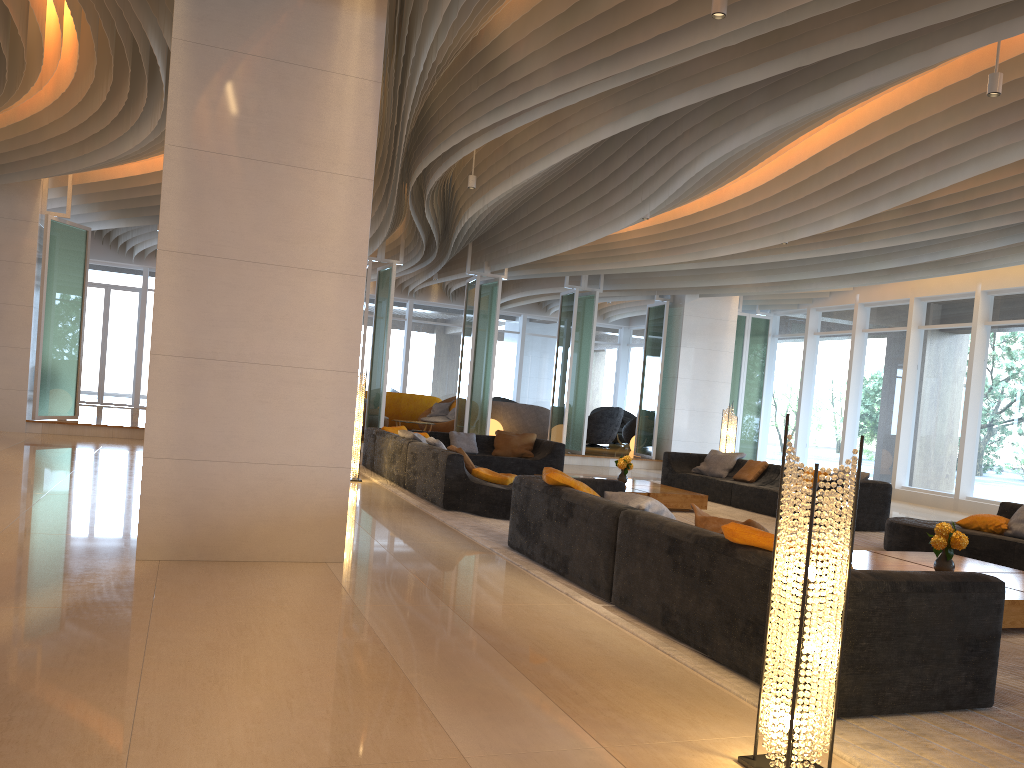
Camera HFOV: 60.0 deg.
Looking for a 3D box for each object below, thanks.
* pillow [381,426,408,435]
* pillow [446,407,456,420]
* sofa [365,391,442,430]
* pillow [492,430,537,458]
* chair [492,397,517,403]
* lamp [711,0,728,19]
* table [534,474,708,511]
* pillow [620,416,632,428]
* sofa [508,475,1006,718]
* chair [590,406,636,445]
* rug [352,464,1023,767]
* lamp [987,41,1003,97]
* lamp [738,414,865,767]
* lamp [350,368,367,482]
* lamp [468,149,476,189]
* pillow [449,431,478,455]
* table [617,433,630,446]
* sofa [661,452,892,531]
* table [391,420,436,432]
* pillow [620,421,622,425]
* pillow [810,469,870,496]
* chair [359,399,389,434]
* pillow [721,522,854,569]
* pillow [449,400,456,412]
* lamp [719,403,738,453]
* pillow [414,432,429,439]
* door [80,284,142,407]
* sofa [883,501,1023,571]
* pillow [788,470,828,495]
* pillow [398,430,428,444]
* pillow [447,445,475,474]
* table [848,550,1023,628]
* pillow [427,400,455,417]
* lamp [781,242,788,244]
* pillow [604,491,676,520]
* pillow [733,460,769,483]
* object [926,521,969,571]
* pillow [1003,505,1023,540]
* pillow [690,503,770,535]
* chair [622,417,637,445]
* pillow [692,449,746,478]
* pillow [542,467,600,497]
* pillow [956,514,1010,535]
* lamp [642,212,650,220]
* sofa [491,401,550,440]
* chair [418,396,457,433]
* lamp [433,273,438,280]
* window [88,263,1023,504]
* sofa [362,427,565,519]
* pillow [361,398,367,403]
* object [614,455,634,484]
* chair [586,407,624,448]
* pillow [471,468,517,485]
[{"bbox_3d":[-1.626,0.757,12.687,0.334,0.316,0.416,5,0,41],"label":"pillow"},{"bbox_3d":[-1.179,0.609,19.404,0.469,0.409,0.497,5,0,-18],"label":"pillow"},{"bbox_3d":[-2.824,0.633,20.584,2.606,0.902,1.090,5,0,-31],"label":"sofa"},{"bbox_3d":[0.039,0.907,13.372,0.638,0.378,0.547,5,0,1],"label":"pillow"},{"bbox_3d":[0.021,0.854,22.144,1.546,1.007,1.113,5,0,-38],"label":"chair"},{"bbox_3d":[1.273,-2.902,5.162,0.090,1.508,0.087,4,2,-30],"label":"lamp"},{"bbox_3d":[1.296,1.351,10.954,1.622,0.220,1.578,5,-1,-21],"label":"table"},{"bbox_3d":[3.193,1.072,24.332,0.502,0.409,0.465,5,0,7],"label":"pillow"},{"bbox_3d":[1.027,1.047,5.353,0.954,0.583,3.724,5,-1,-20],"label":"sofa"},{"bbox_3d":[2.840,1.133,24.231,1.527,1.007,1.128,5,0,-8],"label":"chair"},{"bbox_3d":[2.914,1.527,6.475,5.584,0.022,15.992,5,-1,-20],"label":"rug"},{"bbox_3d":[3.331,-2.710,5.987,0.087,1.508,0.091,7,3,42],"label":"lamp"},{"bbox_3d":[0.979,0.705,2.936,0.253,1.200,0.246,4,2,-21],"label":"lamp"},{"bbox_3d":[-1.936,0.463,10.907,0.253,1.453,0.246,4,2,-21],"label":"lamp"},{"bbox_3d":[-0.393,-2.963,9.995,0.088,1.508,0.090,6,2,24],"label":"lamp"},{"bbox_3d":[-0.714,0.865,13.059,0.412,0.313,0.318,5,1,-19],"label":"pillow"},{"bbox_3d":[3.220,1.495,23.300,1.090,0.319,0.809,5,-1,-14],"label":"table"},{"bbox_3d":[3.305,1.354,11.736,0.954,0.583,3.724,5,-1,-20],"label":"sofa"},{"bbox_3d":[-2.106,0.958,18.857,0.833,0.319,1.058,5,-1,-39],"label":"table"},{"bbox_3d":[2.805,0.994,24.470,0.613,0.423,0.367,5,1,-18],"label":"pillow"},{"bbox_3d":[3.883,1.191,10.582,0.547,0.378,0.638,5,0,1],"label":"pillow"},{"bbox_3d":[-3.117,0.518,18.380,1.146,1.007,1.503,5,0,-13],"label":"chair"},{"bbox_3d":[1.351,0.861,4.098,0.558,0.378,0.626,5,0,-43],"label":"pillow"},{"bbox_3d":[-1.200,0.568,19.822,0.379,0.423,0.593,4,1,-42],"label":"pillow"},{"bbox_3d":[3.412,0.980,14.051,0.253,1.453,0.246,4,2,-21],"label":"lamp"},{"bbox_3d":[-1.151,0.771,11.224,0.414,0.335,0.330,5,1,35],"label":"pillow"},{"bbox_3d":[-9.526,-0.892,20.708,1.478,2.776,0.059,4,2,-22],"label":"door"},{"bbox_3d":[4.801,1.404,7.110,1.370,0.583,4.083,5,-1,-21],"label":"sofa"},{"bbox_3d":[3.693,1.211,11.053,0.326,0.313,0.402,5,0,-18],"label":"pillow"},{"bbox_3d":[-1.080,0.779,10.895,0.554,0.377,0.641,5,0,-25],"label":"pillow"},{"bbox_3d":[-0.489,0.807,9.214,0.332,0.311,0.418,5,0,-19],"label":"pillow"},{"bbox_3d":[3.031,1.419,6.170,1.622,0.220,1.578,5,-1,-21],"label":"table"},{"bbox_3d":[-1.586,0.555,19.935,0.610,0.455,0.480,5,0,31],"label":"pillow"},{"bbox_3d":[3.629,-2.588,11.589,0.088,1.508,0.090,6,2,24],"label":"lamp"},{"bbox_3d":[0.848,0.904,5.688,0.425,0.377,0.579,5,0,-18],"label":"pillow"},{"bbox_3d":[3.280,1.195,12.191,0.326,0.313,0.401,5,0,-23],"label":"pillow"},{"bbox_3d":[2.945,1.109,6.009,0.236,0.377,0.265,5,1,1],"label":"object"},{"bbox_3d":[4.749,1.281,7.935,0.468,0.417,0.655,5,0,-20],"label":"pillow"},{"bbox_3d":[1.201,0.880,4.722,0.449,0.410,0.593,5,0,-19],"label":"pillow"},{"bbox_3d":[3.516,1.159,22.330,1.536,1.007,1.121,5,0,-18],"label":"chair"},{"bbox_3d":[3.014,1.157,12.977,0.558,0.378,0.626,5,0,-43],"label":"pillow"},{"bbox_3d":[0.482,0.827,6.493,0.547,0.378,0.638,5,0,1],"label":"pillow"},{"bbox_3d":[4.469,1.320,8.380,0.440,0.193,0.596,5,-1,34],"label":"pillow"},{"bbox_3d":[1.697,-2.768,10.822,0.088,1.508,0.090,6,2,24],"label":"lamp"},{"bbox_3d":[0.014,0.871,20.120,2.519,0.902,1.127,5,0,29],"label":"sofa"},{"bbox_3d":[-1.415,0.687,19.673,1.156,1.007,1.489,5,0,-33],"label":"chair"},{"bbox_3d":[-1.530,-2.917,18.400,0.090,1.508,0.088,4,2,-12],"label":"lamp"},{"bbox_3d":[6.359,0.034,9.863,53.440,3.225,22.546,4,-1,34],"label":"window"},{"bbox_3d":[-0.002,1.021,11.027,2.862,0.654,5.017,5,-1,-20],"label":"sofa"},{"bbox_3d":[-3.029,0.398,18.060,0.481,0.455,0.608,4,0,-39],"label":"pillow"},{"bbox_3d":[1.403,1.064,11.131,0.234,0.377,0.267,5,1,11],"label":"object"},{"bbox_3d":[2.031,1.014,21.348,1.113,1.007,1.547,5,0,42],"label":"chair"},{"bbox_3d":[-0.171,0.934,9.016,0.407,0.136,0.420,5,-1,13],"label":"pillow"}]
